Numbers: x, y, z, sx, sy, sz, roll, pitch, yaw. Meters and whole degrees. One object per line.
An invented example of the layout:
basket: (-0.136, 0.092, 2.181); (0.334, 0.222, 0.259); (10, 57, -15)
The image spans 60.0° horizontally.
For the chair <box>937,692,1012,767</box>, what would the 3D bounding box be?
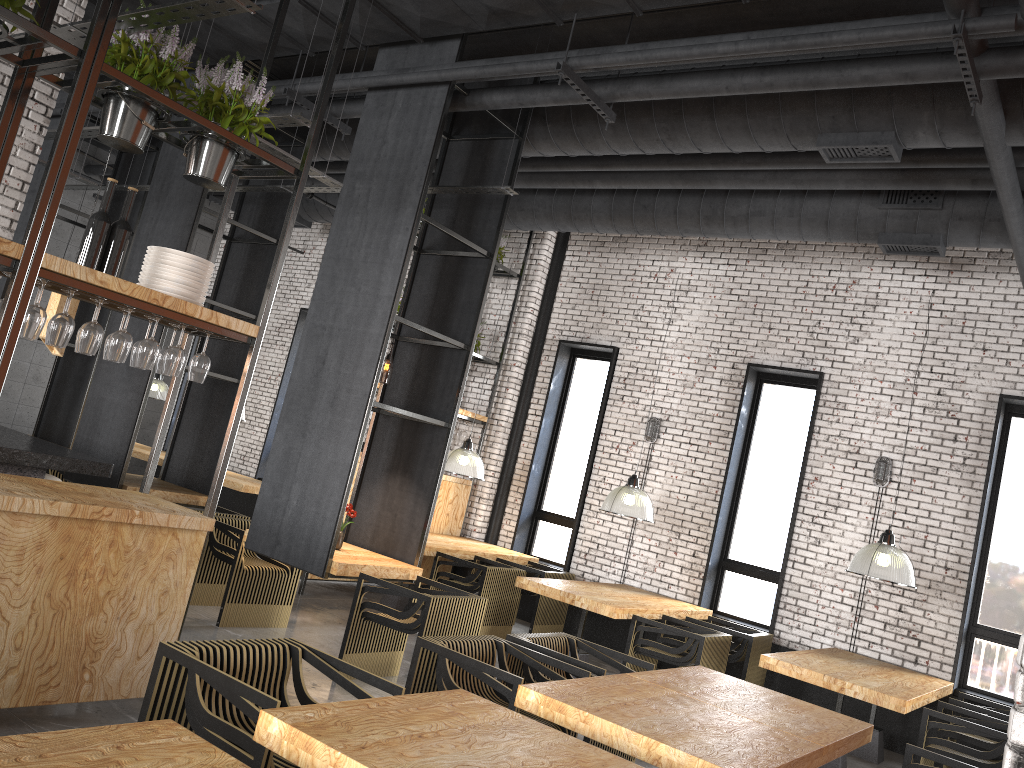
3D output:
chair: (3.717, 2.882, 6.875); (0.639, 0.732, 0.654); (9, -8, 34)

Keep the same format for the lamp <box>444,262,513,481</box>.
lamp: (-0.275, -0.184, 9.685); (0.536, 2.411, 0.536); (16, -7, -18)

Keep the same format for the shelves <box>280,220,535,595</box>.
shelves: (-1.115, -0.167, 10.064); (0.691, 5.031, 2.324); (9, -8, 36)

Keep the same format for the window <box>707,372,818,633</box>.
window: (2.656, 1.205, 9.284); (0.749, 2.705, 0.363); (9, -8, 35)

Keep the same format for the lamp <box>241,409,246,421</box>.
lamp: (-3.524, -0.733, 11.908); (0.536, 2.411, 0.536); (16, -7, -18)

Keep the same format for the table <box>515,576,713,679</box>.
table: (0.938, 2.341, 8.254); (1.001, 0.765, 2.108); (9, -7, 36)

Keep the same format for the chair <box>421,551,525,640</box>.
chair: (-0.386, 2.078, 8.609); (0.639, 0.732, 0.654); (9, -8, 36)

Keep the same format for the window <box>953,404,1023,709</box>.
window: (4.586, 1.522, 7.886); (0.749, 2.705, 0.363); (9, -8, 35)

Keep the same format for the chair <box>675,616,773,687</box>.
chair: (1.935, 2.589, 8.165); (0.639, 0.732, 0.654); (9, -8, 33)

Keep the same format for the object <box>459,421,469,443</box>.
object: (-0.573, 0.580, 10.672); (0.100, 0.268, 0.101); (16, -7, -23)

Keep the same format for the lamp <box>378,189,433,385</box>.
lamp: (-0.806, -0.780, 6.885); (0.108, 1.603, 0.108); (13, -7, 8)

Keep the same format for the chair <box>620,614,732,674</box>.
chair: (1.341, 2.361, 7.346); (0.639, 0.732, 0.654); (9, -8, 34)

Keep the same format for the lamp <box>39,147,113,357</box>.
lamp: (-2.824, -0.945, 5.835); (0.127, 1.550, 0.127); (9, -8, 35)

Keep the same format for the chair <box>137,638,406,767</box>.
chair: (-0.917, 1.390, 3.226); (0.639, 0.732, 0.654); (9, -8, 34)

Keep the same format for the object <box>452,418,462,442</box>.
object: (-0.654, 0.548, 10.554); (0.100, 0.268, 0.101); (16, -7, -23)

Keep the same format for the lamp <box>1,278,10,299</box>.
lamp: (-3.329, -1.104, 6.223); (0.127, 1.398, 0.127); (9, -8, 35)

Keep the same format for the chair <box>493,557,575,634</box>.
chair: (0.168, 2.300, 9.458); (0.639, 0.732, 0.654); (9, -8, 34)

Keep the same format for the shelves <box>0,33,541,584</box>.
shelves: (-2.911, -1.095, 8.375); (6.156, 4.377, 0.999); (9, -8, 36)

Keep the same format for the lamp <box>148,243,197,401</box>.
lamp: (-4.911, -0.961, 12.912); (0.536, 2.411, 0.536); (15, -7, -12)

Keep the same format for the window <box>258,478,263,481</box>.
window: (-3.134, 0.252, 13.479); (0.749, 2.705, 0.363); (9, -8, 35)

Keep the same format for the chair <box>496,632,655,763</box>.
chair: (0.320, 1.876, 5.043); (0.639, 0.732, 0.654); (9, -8, 35)

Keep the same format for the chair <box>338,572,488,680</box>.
chair: (-0.686, 1.741, 6.058); (0.639, 0.732, 0.654); (9, -8, 34)

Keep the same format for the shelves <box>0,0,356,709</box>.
shelves: (-2.390, -1.173, 3.340); (0.691, 5.030, 3.645); (9, -8, 36)

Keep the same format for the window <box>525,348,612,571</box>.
window: (0.710, 0.885, 10.694); (0.749, 2.705, 0.363); (9, -8, 35)

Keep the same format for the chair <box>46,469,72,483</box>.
chair: (-4.254, 1.151, 8.619); (0.639, 0.732, 0.654); (9, -8, 35)

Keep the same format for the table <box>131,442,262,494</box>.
table: (-4.659, 1.392, 12.042); (4.141, 0.765, 0.996); (9, -7, 36)

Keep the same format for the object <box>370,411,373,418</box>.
object: (-1.432, 0.242, 9.411); (0.101, 0.268, 0.101); (16, -7, -18)

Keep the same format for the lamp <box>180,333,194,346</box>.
lamp: (-2.869, -1.119, 8.380); (0.108, 1.603, 0.108); (14, -7, -7)

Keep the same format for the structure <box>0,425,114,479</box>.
structure: (-6.093, -0.004, 5.516); (5.885, 1.537, 4.294); (9, -7, 36)

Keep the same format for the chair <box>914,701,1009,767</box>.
chair: (3.138, 2.657, 6.043); (0.639, 0.732, 0.654); (9, -8, 35)

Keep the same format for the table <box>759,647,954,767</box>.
table: (2.706, 2.632, 6.973); (1.001, 0.765, 2.108); (9, -7, 36)

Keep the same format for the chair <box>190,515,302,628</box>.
chair: (-2.156, 1.495, 7.087); (0.639, 0.732, 0.654); (8, -8, 38)

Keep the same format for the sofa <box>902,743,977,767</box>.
sofa: (1.737, 2.074, 3.672); (0.641, 0.732, 1.799); (9, -8, 36)

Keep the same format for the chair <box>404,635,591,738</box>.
chair: (-0.115, 1.703, 4.380); (0.639, 0.732, 0.654); (9, -8, 36)

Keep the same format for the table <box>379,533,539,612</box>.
table: (-0.760, 2.062, 9.485); (1.001, 0.765, 2.108); (9, -7, 36)

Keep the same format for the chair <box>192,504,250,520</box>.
chair: (-2.778, 1.393, 7.538); (0.639, 0.732, 0.654); (9, -8, 37)

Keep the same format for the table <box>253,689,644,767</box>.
table: (-0.151, 1.498, 2.664); (1.001, 0.765, 0.993); (9, -8, 36)

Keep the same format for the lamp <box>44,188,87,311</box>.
lamp: (-4.972, -1.465, 9.904); (0.108, 1.603, 0.108); (16, -7, -22)

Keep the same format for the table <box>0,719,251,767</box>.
table: (-0.865, 1.218, 1.616); (1.001, 0.765, 0.993); (9, -8, 36)

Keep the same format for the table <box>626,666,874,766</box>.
table: (1.164, 2.012, 4.565); (1.001, 0.765, 0.993); (9, -8, 36)

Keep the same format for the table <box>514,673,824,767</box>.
table: (0.615, 1.796, 3.758); (1.001, 0.765, 0.993); (9, -8, 36)

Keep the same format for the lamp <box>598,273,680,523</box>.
lamp: (1.354, 0.084, 8.505); (0.536, 2.411, 0.536); (16, -7, -18)

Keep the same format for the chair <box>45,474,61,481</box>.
chair: (-3.558, 1.050, 6.483); (0.439, 0.807, 0.479); (10, -7, 24)

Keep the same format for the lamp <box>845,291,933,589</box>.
lamp: (3.196, 0.387, 7.170); (0.536, 2.411, 0.536); (16, -7, -18)
